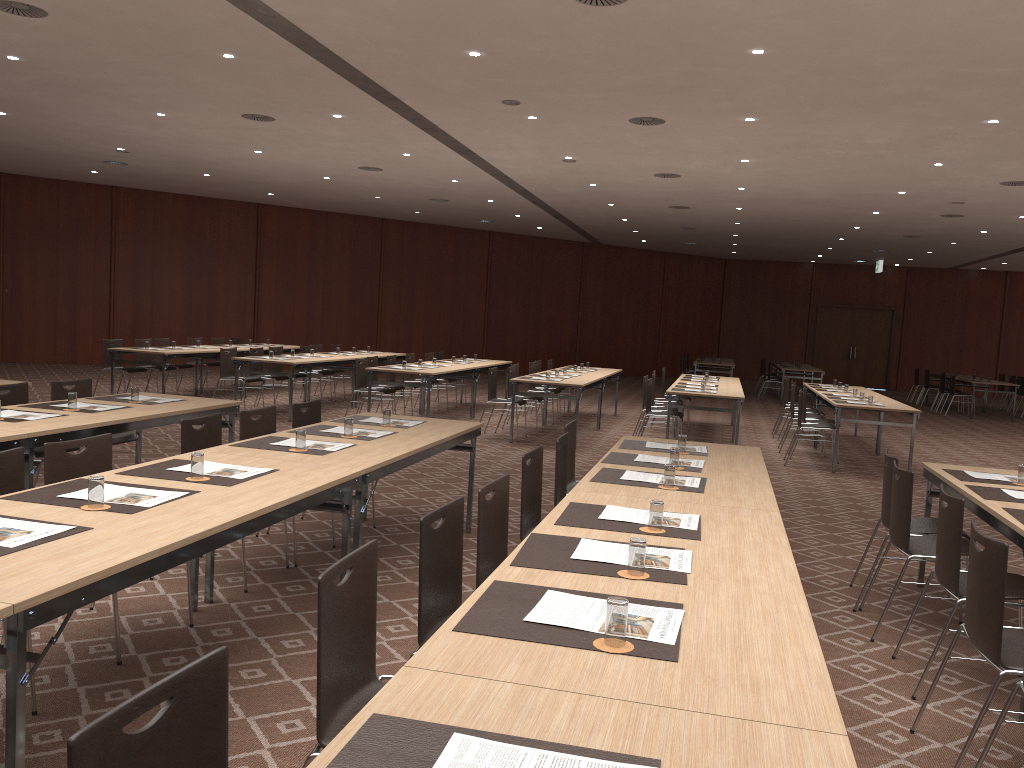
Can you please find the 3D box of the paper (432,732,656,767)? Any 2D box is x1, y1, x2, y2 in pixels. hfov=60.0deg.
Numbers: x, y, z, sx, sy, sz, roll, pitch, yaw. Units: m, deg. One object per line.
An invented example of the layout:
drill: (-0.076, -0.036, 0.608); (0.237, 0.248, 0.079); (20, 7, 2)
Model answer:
paper: (0.051, 0.689, 1.507); (0.398, 0.006, 0.283); (4, 4, 13)

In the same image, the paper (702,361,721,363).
paper: (4.873, -0.553, 21.922); (0.565, 0.003, 0.460); (5, 4, 15)

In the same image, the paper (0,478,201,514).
paper: (-1.616, 0.440, 3.517); (0.565, 0.003, 0.460); (4, 4, 12)

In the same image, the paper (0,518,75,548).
paper: (-1.697, 0.477, 2.906); (0.398, 0.006, 0.283); (4, 4, 13)

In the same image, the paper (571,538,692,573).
paper: (0.420, 0.593, 3.081); (0.398, 0.006, 0.283); (4, 4, 12)

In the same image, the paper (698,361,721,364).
paper: (4.735, -0.513, 21.283); (0.565, 0.003, 0.460); (5, 4, 15)

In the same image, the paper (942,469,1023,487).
paper: (2.973, 0.578, 5.391); (0.565, 0.003, 0.460); (4, 4, 12)

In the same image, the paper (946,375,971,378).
paper: (11.108, -0.188, 22.120); (0.565, 0.003, 0.460); (5, 4, 14)

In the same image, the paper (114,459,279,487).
paper: (-1.442, 0.406, 4.104); (0.565, 0.003, 0.460); (4, 4, 12)

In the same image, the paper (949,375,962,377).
paper: (11.164, -0.191, 22.164); (0.398, 0.006, 0.283); (5, 4, 13)

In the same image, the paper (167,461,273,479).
paper: (-1.369, 0.401, 4.173); (0.398, 0.006, 0.283); (5, 4, 15)

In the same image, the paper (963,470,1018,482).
paper: (3.021, 0.573, 5.445); (0.398, 0.006, 0.283); (4, 4, 12)

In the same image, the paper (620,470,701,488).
paper: (0.782, 0.496, 4.653); (0.398, 0.006, 0.283); (5, 4, 14)

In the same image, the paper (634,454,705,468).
paper: (0.942, 0.458, 5.295); (0.398, 0.006, 0.283); (5, 4, 14)

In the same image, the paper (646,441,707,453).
paper: (1.096, 0.420, 5.918); (0.398, 0.006, 0.283); (4, 4, 10)

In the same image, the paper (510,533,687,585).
paper: (0.311, 0.593, 3.045); (0.565, 0.003, 0.460); (4, 4, 10)

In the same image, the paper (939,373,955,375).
paper: (11.474, -0.268, 23.428); (0.398, 0.006, 0.283); (4, 4, 12)

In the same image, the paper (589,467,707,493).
paper: (0.720, 0.499, 4.624); (0.565, 0.003, 0.460); (5, 4, 14)

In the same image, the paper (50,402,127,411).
paper: (-2.949, 0.154, 6.173); (0.398, 0.006, 0.283); (4, 4, 10)

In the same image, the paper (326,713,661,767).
paper: (-0.049, 0.689, 1.477); (0.565, 0.003, 0.460); (4, 4, 12)

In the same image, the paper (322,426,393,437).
paper: (-0.999, 0.307, 5.719); (0.398, 0.006, 0.283); (5, 4, 15)

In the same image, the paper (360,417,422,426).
paper: (-0.864, 0.268, 6.347); (0.398, 0.006, 0.283); (4, 4, 13)

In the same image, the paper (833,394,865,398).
paper: (4.649, 0.159, 12.251); (0.398, 0.006, 0.283); (4, 4, 12)

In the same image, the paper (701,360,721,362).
paper: (5.019, -0.592, 22.562); (0.565, 0.003, 0.460); (5, 4, 14)

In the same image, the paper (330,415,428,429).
paper: (-0.944, 0.268, 6.337); (0.565, 0.003, 0.460); (4, 4, 12)

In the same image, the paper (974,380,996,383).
paper: (10.663, -0.057, 19.977); (0.398, 0.006, 0.283); (5, 4, 15)

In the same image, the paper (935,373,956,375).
paper: (11.432, -0.265, 23.406); (0.565, 0.003, 0.460); (4, 4, 11)

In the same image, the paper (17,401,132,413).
paper: (-3.010, 0.157, 6.137); (0.565, 0.003, 0.460); (4, 4, 11)

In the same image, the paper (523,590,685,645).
paper: (0.258, 0.632, 2.425); (0.398, 0.006, 0.283); (5, 4, 16)

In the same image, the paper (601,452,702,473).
paper: (0.838, 0.459, 5.243); (0.565, 0.003, 0.460); (5, 4, 14)

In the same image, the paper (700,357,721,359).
paper: (5.542, -0.728, 24.783); (0.565, 0.003, 0.460); (4, 4, 12)

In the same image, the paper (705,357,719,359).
paper: (5.595, -0.730, 24.800); (0.398, 0.006, 0.283); (4, 4, 12)

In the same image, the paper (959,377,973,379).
paper: (10.963, -0.134, 21.244); (0.398, 0.006, 0.283); (4, 4, 11)

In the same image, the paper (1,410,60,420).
paper: (-3.084, 0.192, 5.556); (0.398, 0.006, 0.283); (4, 4, 10)

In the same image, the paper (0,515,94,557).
paper: (-1.752, 0.481, 2.861); (0.565, 0.003, 0.460); (5, 4, 15)

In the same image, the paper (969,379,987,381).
paper: (10.825, -0.094, 20.600); (0.398, 0.006, 0.283); (5, 4, 16)

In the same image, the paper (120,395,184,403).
paper: (-2.790, 0.114, 6.832); (0.398, 0.006, 0.283); (5, 4, 14)

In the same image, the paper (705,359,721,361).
paper: (5.255, -0.648, 23.493); (0.565, 0.003, 0.460); (5, 4, 15)

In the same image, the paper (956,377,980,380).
paper: (10.899, -0.129, 21.170); (0.565, 0.003, 0.460); (4, 4, 12)

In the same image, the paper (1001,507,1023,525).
paper: (2.654, 0.653, 4.138); (0.565, 0.003, 0.460); (5, 4, 16)

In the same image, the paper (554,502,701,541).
paper: (0.488, 0.558, 3.645); (0.565, 0.003, 0.460); (4, 4, 12)

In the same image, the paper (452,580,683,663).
paper: (0.173, 0.632, 2.412); (0.565, 0.003, 0.460); (4, 4, 12)

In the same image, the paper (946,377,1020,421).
paper: (10.850, 0.334, 20.566); (0.953, 0.833, 2.265); (5, 5, 13)

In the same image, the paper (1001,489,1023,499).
paper: (2.904, 0.614, 4.805); (0.398, 0.006, 0.283); (5, 4, 14)

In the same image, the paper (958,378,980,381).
paper: (10.710, -0.095, 20.570); (0.565, 0.003, 0.460); (5, 4, 14)

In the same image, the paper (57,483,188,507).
paper: (-1.539, 0.440, 3.526); (0.398, 0.006, 0.283); (4, 4, 11)

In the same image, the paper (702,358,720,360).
paper: (5.378, -0.691, 24.158); (0.565, 0.003, 0.460); (4, 4, 11)

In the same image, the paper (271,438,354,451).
paper: (-1.146, 0.346, 5.092); (0.398, 0.006, 0.283); (4, 4, 13)

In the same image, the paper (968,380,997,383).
paper: (10.591, -0.055, 19.946); (0.565, 0.003, 0.460); (4, 4, 10)

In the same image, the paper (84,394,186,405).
paper: (-2.865, 0.117, 6.781); (0.565, 0.003, 0.460); (5, 4, 14)

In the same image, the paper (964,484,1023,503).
paper: (2.808, 0.613, 4.797); (0.565, 0.003, 0.460); (5, 4, 15)

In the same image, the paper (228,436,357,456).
paper: (-1.235, 0.348, 5.043); (0.565, 0.003, 0.460); (5, 4, 14)

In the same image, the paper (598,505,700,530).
paper: (0.577, 0.555, 3.707); (0.398, 0.006, 0.283); (5, 4, 14)

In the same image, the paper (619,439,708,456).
paper: (1.011, 0.421, 5.885); (0.565, 0.003, 0.460); (4, 4, 12)

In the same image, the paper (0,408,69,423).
paper: (-3.170, 0.192, 5.540); (0.565, 0.003, 0.460); (4, 4, 13)

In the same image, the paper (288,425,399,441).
paper: (-1.077, 0.309, 5.681); (0.565, 0.003, 0.460); (5, 4, 15)
